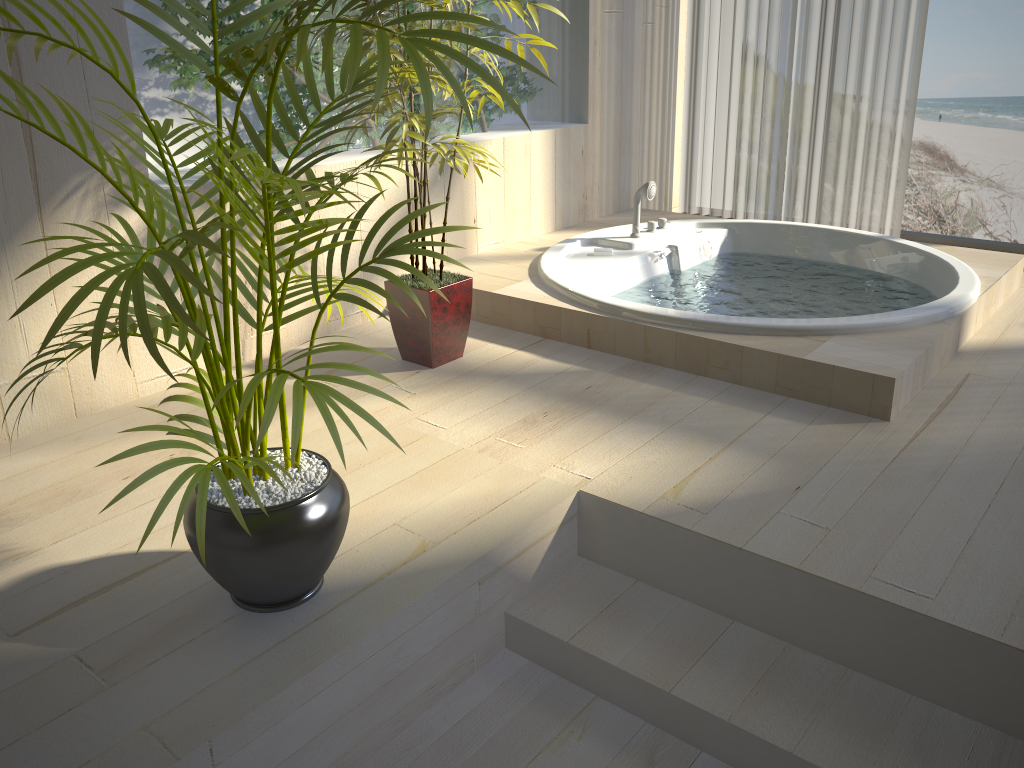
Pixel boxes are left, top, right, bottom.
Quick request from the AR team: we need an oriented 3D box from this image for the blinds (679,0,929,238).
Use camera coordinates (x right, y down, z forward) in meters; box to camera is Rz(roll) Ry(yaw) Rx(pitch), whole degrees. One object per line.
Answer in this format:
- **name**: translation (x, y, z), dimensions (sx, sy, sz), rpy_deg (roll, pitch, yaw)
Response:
- **blinds**: translation (1.388, -1.786, 4.256), dimensions (1.191, 2.032, 0.085), rpy_deg (15, 25, 37)

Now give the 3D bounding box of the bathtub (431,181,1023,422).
- **bathtub**: translation (0.822, -0.403, 3.496), dimensions (1.834, 0.686, 1.666), rpy_deg (16, 27, 36)

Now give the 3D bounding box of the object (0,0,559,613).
- **object**: translation (-0.411, -0.231, 1.484), dimensions (1.069, 1.321, 0.886), rpy_deg (9, 22, 26)

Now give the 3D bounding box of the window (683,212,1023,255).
- **window**: translation (2.528, -1.677, 3.019), dimensions (4.594, 2.762, 0.754), rpy_deg (16, 25, 37)

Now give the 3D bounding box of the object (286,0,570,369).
- **object**: translation (-0.316, -0.912, 2.664), dimensions (0.939, 1.724, 0.798), rpy_deg (-10, 21, -24)
